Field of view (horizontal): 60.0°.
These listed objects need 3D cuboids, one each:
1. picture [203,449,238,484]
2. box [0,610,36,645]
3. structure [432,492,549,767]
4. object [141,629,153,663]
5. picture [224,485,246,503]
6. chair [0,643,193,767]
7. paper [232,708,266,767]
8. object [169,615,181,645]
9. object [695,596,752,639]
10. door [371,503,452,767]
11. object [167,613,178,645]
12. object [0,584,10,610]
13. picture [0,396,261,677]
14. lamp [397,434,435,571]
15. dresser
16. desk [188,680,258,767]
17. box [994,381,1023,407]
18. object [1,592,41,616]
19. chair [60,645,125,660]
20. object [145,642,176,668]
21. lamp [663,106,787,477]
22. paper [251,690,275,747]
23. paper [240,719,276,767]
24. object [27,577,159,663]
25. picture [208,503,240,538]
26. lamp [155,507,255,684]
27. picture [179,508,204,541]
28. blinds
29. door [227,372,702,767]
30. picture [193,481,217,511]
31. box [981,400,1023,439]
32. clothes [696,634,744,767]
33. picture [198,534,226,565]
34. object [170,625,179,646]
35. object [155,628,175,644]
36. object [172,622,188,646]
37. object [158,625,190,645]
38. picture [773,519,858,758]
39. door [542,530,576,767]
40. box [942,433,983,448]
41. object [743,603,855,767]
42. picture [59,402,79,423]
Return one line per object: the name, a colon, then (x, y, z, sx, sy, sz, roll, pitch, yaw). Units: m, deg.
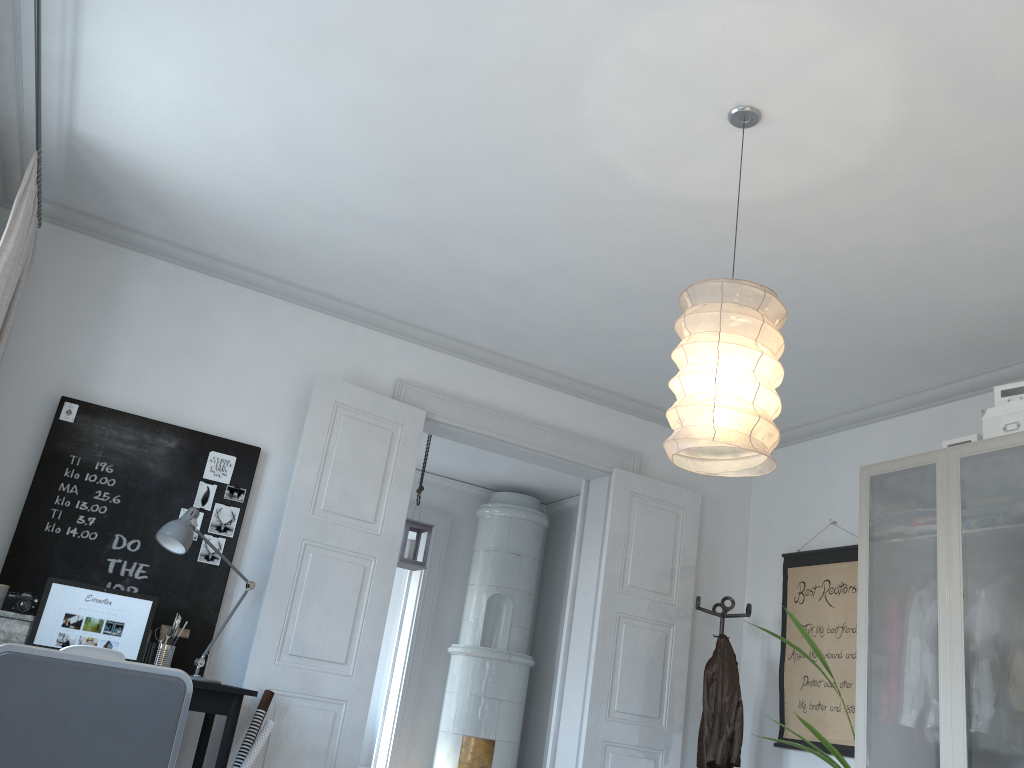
picture: (-1.451, 0.411, 4.415, 0.148, 0.153, 0.004, 18, -22, -23)
box: (-2.112, 1.008, 3.637, 0.317, 0.151, 0.193, 18, -22, -23)
structure: (-0.241, 2.289, 7.630, 0.800, 2.811, 1.255, 2, -21, 19)
object: (-1.659, 1.180, 3.933, 0.079, 0.187, 0.079, -10, -27, 41)
picture: (-1.379, 0.545, 4.417, 0.095, 0.071, 0.001, 18, -22, -23)
chair: (-1.070, 1.023, 2.006, 0.563, 0.793, 0.526, 18, -22, -23)
paper: (-1.219, 1.737, 3.812, 0.043, 0.665, 0.268, 2, -21, 20)
object: (-1.525, 1.156, 3.945, 0.012, 0.262, 0.062, 3, -21, 17)
object: (1.143, 2.056, 5.019, 0.375, 1.649, 0.376, 15, -21, -16)
door: (-1.538, 2.161, 7.611, 2.604, 2.491, 0.580, 18, -22, -23)
object: (-1.528, 1.152, 3.944, 0.008, 0.266, 0.060, 12, -20, -7)
object: (-2.115, 0.886, 3.641, 0.056, 0.129, 0.168, 18, -22, -24)
picture: (-1.796, 0.736, 4.177, 0.955, 1.165, 0.064, 18, -22, -23)
lamp: (-0.622, 0.488, 6.608, 0.229, 1.752, 0.229, 19, -22, -26)
dresser: (2.092, 1.299, 3.381, 0.632, 2.150, 1.437, 18, -22, -23)
desk: (-1.735, 1.505, 3.497, 1.162, 0.754, 0.653, 18, -22, -23)
box: (2.252, 0.079, 3.872, 0.226, 0.107, 0.181, 22, -24, -32)
object: (-2.000, 0.892, 3.622, 0.137, 0.087, 0.073, 18, -22, -23)
chair: (-1.631, 1.249, 2.875, 0.554, 0.819, 0.477, -2, -23, 29)
object: (-1.551, 1.210, 3.898, 0.108, 0.128, 0.109, 12, -20, -9)
lamp: (0.699, -0.333, 2.805, 0.338, 1.224, 0.342, 7, -20, 7)
paper: (-1.221, 1.724, 3.897, 0.048, 0.742, 0.299, 2, -21, 20)
paper: (-1.194, 1.738, 3.755, 0.041, 0.623, 0.284, -9, -27, 41)
object: (-1.679, 0.968, 3.576, 0.446, 0.313, 0.327, 18, -22, -23)
picture: (-1.416, 0.667, 4.362, 0.121, 0.152, 0.002, 18, -22, -23)
lamp: (-1.401, 0.948, 3.973, 0.230, 0.712, 0.620, -5, -24, 34)
picture: (-1.560, 0.679, 4.282, 0.107, 0.149, 0.001, 18, -22, -23)
blinds: (-2.212, 0.403, 3.476, 0.225, 2.632, 0.834, 18, -22, -23)
door: (-0.167, 1.397, 5.023, 2.604, 2.491, 0.580, 18, -22, -23)
picture: (-1.504, 0.550, 4.349, 0.084, 0.145, 0.002, 18, -22, -23)
box: (2.232, 0.210, 3.796, 0.286, 0.198, 0.282, 18, -22, -23)
clothes: (1.195, 1.811, 5.034, 0.237, 0.766, 0.212, 6, -20, 8)
picture: (-1.457, 0.803, 4.303, 0.103, 0.135, 0.001, 18, -22, -23)
object: (-1.521, 1.175, 3.930, 0.009, 0.220, 0.083, 7, -20, 5)
object: (-1.560, 1.173, 3.917, 0.081, 0.197, 0.051, 9, -20, 1)
object: (-1.507, 1.168, 3.933, 0.009, 0.238, 0.084, -8, -26, 40)
object: (-1.529, 1.197, 3.976, 0.034, 0.207, 0.138, -10, -27, 42)
picture: (1.813, 1.410, 5.050, 0.057, 1.305, 0.796, 18, -22, -23)
door: (0.867, 2.340, 7.073, 0.307, 2.491, 1.605, 18, -22, -23)
box: (2.101, 0.322, 4.015, 0.223, 0.107, 0.181, 18, -22, -23)
object: (1.572, 1.862, 4.183, 1.043, 1.545, 0.290, 7, -20, 5)
picture: (-2.078, 0.132, 4.161, 0.061, 0.088, 0.004, 19, -22, -26)
